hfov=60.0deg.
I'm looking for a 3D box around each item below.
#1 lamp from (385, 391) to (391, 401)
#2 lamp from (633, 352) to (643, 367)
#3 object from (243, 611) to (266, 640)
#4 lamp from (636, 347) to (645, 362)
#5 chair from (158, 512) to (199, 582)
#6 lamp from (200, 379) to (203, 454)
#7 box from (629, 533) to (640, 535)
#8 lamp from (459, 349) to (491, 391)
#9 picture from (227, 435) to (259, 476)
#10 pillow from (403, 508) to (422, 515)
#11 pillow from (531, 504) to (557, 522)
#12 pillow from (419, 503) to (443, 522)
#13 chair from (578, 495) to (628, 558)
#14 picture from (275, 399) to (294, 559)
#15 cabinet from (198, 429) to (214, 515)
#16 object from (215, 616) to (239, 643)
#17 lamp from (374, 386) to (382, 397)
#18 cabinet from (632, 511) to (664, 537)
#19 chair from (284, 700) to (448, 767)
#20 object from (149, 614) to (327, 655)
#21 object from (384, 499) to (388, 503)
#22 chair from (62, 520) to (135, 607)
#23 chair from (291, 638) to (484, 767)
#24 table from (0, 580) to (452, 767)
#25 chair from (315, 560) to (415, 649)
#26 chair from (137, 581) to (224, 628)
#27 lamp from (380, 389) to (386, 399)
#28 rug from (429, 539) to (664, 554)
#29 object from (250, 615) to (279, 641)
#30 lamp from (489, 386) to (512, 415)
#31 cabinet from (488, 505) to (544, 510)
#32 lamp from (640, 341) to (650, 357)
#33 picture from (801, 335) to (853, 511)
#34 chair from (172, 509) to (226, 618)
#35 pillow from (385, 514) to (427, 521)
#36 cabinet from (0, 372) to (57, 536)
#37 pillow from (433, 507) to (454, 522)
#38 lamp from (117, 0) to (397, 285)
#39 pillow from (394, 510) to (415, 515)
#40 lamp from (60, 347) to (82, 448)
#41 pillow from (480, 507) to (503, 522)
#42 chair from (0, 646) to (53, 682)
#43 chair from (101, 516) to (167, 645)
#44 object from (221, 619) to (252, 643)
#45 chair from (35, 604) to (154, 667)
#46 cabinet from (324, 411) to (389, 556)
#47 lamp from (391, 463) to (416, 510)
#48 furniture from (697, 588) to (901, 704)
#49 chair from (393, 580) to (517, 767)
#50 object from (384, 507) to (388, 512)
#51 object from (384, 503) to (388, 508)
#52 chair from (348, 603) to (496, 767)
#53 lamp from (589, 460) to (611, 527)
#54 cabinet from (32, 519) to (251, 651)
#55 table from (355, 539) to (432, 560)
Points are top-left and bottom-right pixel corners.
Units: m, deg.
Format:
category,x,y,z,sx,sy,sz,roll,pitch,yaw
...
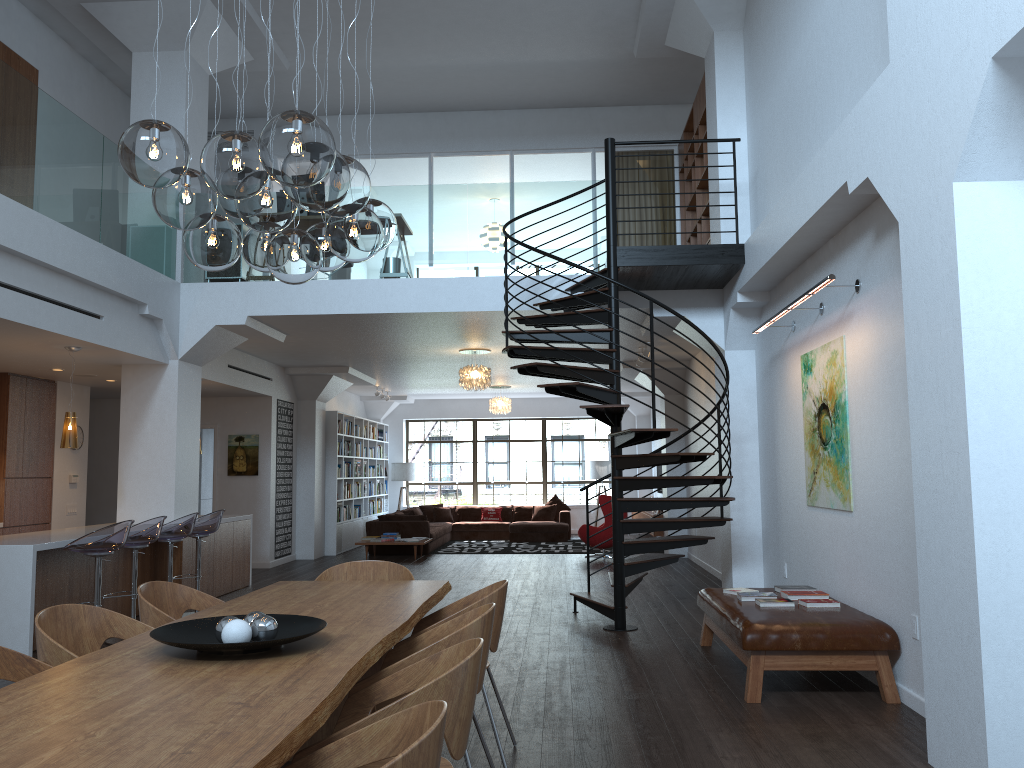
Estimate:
category,x,y,z,sx,sy,sz,roll,pitch,yaw
lamp,-2.485,0.241,17.752,0.120,0.211,0.111,2,-6,-23
lamp,1.768,-0.341,12.349,0.111,0.211,0.120,-5,-7,37
object,-0.915,0.863,3.167,0.100,0.100,0.100,5,-8,-42
lamp,1.741,-0.391,11.846,0.120,0.211,0.111,4,-7,-38
chair,-3.076,1.666,7.964,0.481,1.014,0.530,-1,-6,1
lamp,-3.783,0.390,10.615,0.149,0.900,0.149,5,-8,-42
box,2.614,3.145,19.073,0.228,0.165,0.368,-1,-6,3
lamp,-0.500,-0.181,11.994,0.442,0.539,0.441,5,-8,-44
picture,-3.946,1.045,13.019,0.450,0.600,0.030,-1,-6,3
pillow,-1.836,2.549,16.811,0.325,0.391,0.625,-3,-6,19
pillow,0.650,2.647,18.219,0.542,0.362,0.248,-3,-6,24
pillow,-1.626,2.691,18.415,0.580,0.418,0.334,2,-6,-24
chair,1.458,2.246,14.172,0.801,1.006,0.798,-4,-6,28
picture,-3.487,1.446,13.608,0.021,2.380,0.800,-1,-6,3
cabinet,-5.594,1.360,14.568,0.527,2.991,2.630,-1,-6,3
object,-0.986,0.862,3.097,0.100,0.100,0.100,5,-8,-42
lamp,-2.542,0.140,16.734,0.111,0.211,0.120,-5,-7,37
cabinet,2.665,2.541,16.731,0.459,0.350,4.501,-1,-6,3
chair,-0.428,1.127,1.891,0.618,0.833,0.629,-1,-6,3
object,-0.949,0.884,3.100,0.592,0.066,0.592,4,-7,-39
object,-2.864,2.526,19.065,0.316,0.088,0.410,-1,-6,3
chair,-3.133,1.541,6.702,0.481,1.014,0.530,-1,-6,5
chair,-0.372,1.204,2.666,0.618,0.833,0.629,-1,-6,3
table,-0.944,1.290,3.054,1.012,0.750,3.803,-1,-6,3
chair,-0.842,1.438,4.972,0.629,0.833,0.618,0,-6,-2
chair,-1.485,1.374,4.258,0.618,0.833,0.629,-1,-6,1
lamp,-2.514,0.190,17.237,0.120,0.211,0.111,4,-7,-38
rug,0.717,2.955,16.176,4.200,0.007,3.100,-1,-6,5
object,-0.863,0.854,3.081,0.100,0.100,0.100,5,-8,-42
lamp,-0.225,0.318,17.023,0.442,0.539,0.441,5,-8,-44
cabinet,-0.067,2.959,19.249,1.520,0.625,0.350,-1,-6,3
lamp,1.712,-0.442,11.331,0.120,0.211,0.111,2,-6,-23
picture,2.316,0.315,6.575,0.010,1.200,1.095,-1,-6,3
chair,-3.041,1.728,8.590,0.481,1.014,0.530,-1,-6,5
pillow,-1.782,2.400,15.118,0.750,0.364,0.289,-1,-6,2
cabinet,-5.914,0.948,7.943,0.598,2.499,5.299,-1,-6,3
pillow,-1.440,2.696,18.307,0.489,0.337,0.238,2,-6,-27
lamp,-0.960,-1.515,3.652,0.849,2.140,1.787,-1,-6,2
pillow,-1.806,2.385,15.389,0.269,0.411,0.559,4,-8,-41
lamp,-3.026,-0.240,8.946,0.149,1.807,2.842,-6,-8,42
pillow,-0.424,2.711,18.392,0.465,0.308,0.220,-1,-6,-1
chair,-1.586,1.222,2.724,0.618,0.833,0.629,-1,-6,3
chair,-3.127,1.603,7.332,0.481,1.014,0.530,-1,-6,1
object,-0.934,0.849,3.009,0.100,0.100,0.100,5,-8,-42
chair,-1.545,1.297,3.483,0.618,0.833,0.629,-1,-6,3
cabinet,-3.044,1.877,17.109,0.461,2.414,4.500,-1,-6,3
lamp,-2.361,2.513,19.352,0.545,1.579,0.545,0,-6,-8
furniture,1.849,1.708,6.032,0.907,0.453,1.819,-1,-6,3
chair,-0.303,1.353,4.188,0.617,0.830,0.629,-1,-6,3
object,-2.854,2.700,19.047,0.331,0.088,0.410,-1,-6,3
object,-2.855,2.613,19.056,0.331,0.088,0.410,-1,-6,3
chair,-0.351,1.279,3.426,0.618,0.833,0.629,-1,-6,5
lamp,1.940,2.436,19.020,0.545,1.579,0.545,-2,-6,14
cabinet,-3.778,1.846,8.666,0.898,0.796,4.493,-1,-6,3
table,-1.893,2.663,14.308,1.100,0.271,0.853,-1,-6,3
